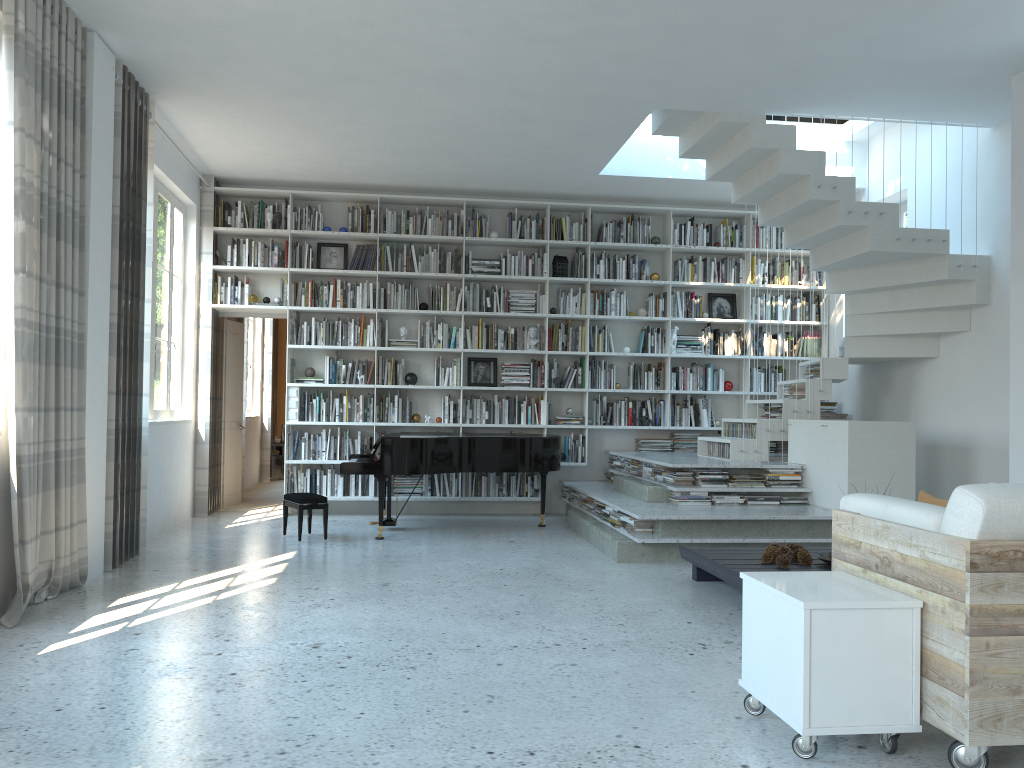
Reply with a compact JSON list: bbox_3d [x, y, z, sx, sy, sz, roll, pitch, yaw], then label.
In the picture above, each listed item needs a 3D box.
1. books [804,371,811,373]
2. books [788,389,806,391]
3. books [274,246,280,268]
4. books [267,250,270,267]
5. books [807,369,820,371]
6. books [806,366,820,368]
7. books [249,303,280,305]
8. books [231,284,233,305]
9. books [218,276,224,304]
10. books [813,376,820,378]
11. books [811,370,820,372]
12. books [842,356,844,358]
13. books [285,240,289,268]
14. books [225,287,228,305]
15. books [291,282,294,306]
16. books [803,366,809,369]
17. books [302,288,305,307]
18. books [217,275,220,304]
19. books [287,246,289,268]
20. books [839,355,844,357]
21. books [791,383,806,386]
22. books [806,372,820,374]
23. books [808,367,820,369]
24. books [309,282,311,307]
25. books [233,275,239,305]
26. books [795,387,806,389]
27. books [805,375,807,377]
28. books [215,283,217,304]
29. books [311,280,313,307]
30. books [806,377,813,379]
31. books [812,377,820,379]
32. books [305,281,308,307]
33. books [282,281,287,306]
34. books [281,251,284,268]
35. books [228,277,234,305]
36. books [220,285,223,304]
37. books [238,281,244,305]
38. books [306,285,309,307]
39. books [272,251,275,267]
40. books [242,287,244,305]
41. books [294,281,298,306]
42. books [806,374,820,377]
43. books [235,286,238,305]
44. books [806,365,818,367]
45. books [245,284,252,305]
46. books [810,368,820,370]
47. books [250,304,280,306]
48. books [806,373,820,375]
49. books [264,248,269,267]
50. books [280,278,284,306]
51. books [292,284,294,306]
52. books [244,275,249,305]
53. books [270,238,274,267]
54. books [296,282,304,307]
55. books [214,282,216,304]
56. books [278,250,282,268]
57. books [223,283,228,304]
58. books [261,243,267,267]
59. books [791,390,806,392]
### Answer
[{"bbox_3d":[2.832,-0.107,8.257,0.171,0.011,0.232,1,-2,4],"label":"books"},{"bbox_3d":[2.563,0.053,7.721,0.295,0.007,0.146,0,-2,23],"label":"books"},{"bbox_3d":[-2.294,-1.222,8.668,0.029,0.229,0.191,1,-1,-7],"label":"books"},{"bbox_3d":[-2.370,-1.207,8.689,0.029,0.197,0.144,1,-1,-7],"label":"books"},{"bbox_3d":[2.776,-0.121,7.965,0.176,0.007,0.254,1,-2,1],"label":"books"},{"bbox_3d":[2.771,-0.151,7.966,0.191,0.013,0.243,1,-2,4],"label":"books"},{"bbox_3d":[-2.406,-0.772,8.667,0.285,0.012,0.159,1,-2,-5],"label":"books"},{"bbox_3d":[-2.716,-0.855,8.643,0.023,0.214,0.140,1,-1,-7],"label":"books"},{"bbox_3d":[-2.825,-0.891,8.605,0.023,0.281,0.170,1,-1,-7],"label":"books"},{"bbox_3d":[2.796,-0.060,7.963,0.130,0.014,0.249,1,-2,6],"label":"books"},{"bbox_3d":[2.786,-0.110,7.965,0.154,0.014,0.196,1,-2,6],"label":"books"},{"bbox_3d":[3.209,-0.256,8.312,0.169,0.010,0.282,1,-2,8],"label":"books"},{"bbox_3d":[-2.206,-1.252,8.695,0.014,0.294,0.173,1,-1,-7],"label":"books"},{"bbox_3d":[-2.765,-0.841,8.637,0.029,0.185,0.134,1,-1,-7],"label":"books"},{"bbox_3d":[-2.155,-0.864,8.704,0.012,0.254,0.161,1,-1,-7],"label":"books"},{"bbox_3d":[2.830,-0.150,8.259,0.190,0.015,0.230,1,-2,7],"label":"books"},{"bbox_3d":[-2.038,-0.833,8.693,0.026,0.195,0.175,1,-1,-7],"label":"books"},{"bbox_3d":[-2.845,-0.902,8.625,0.013,0.303,0.135,1,-1,-7],"label":"books"},{"bbox_3d":[-2.183,-1.238,8.714,0.037,0.268,0.113,1,-1,-7],"label":"books"},{"bbox_3d":[3.204,-0.265,8.313,0.184,0.006,0.262,1,-2,-1],"label":"books"},{"bbox_3d":[2.569,0.009,7.731,0.234,0.025,0.157,0,-2,30],"label":"books"},{"bbox_3d":[2.775,-0.099,7.965,0.187,0.009,0.261,1,-2,3],"label":"books"},{"bbox_3d":[2.780,-0.140,7.966,0.174,0.009,0.240,1,-2,2],"label":"books"},{"bbox_3d":[-1.979,-0.860,8.711,0.014,0.252,0.187,1,-1,-7],"label":"books"},{"bbox_3d":[-2.682,-0.897,8.609,0.013,0.297,0.187,1,-1,-7],"label":"books"},{"bbox_3d":[2.571,0.034,7.737,0.184,0.016,0.179,0,-2,21],"label":"books"},{"bbox_3d":[2.833,-0.076,8.257,0.166,0.018,0.264,1,-2,12],"label":"books"},{"bbox_3d":[-2.856,-0.862,8.600,0.013,0.222,0.162,1,-1,-7],"label":"books"},{"bbox_3d":[-1.963,-0.874,8.717,0.020,0.281,0.164,1,-1,-7],"label":"books"},{"bbox_3d":[2.844,-0.051,8.255,0.149,0.014,0.228,1,-2,5],"label":"books"},{"bbox_3d":[2.795,-0.047,7.963,0.136,0.013,0.258,1,-2,5],"label":"books"},{"bbox_3d":[-2.022,-0.866,8.712,0.010,0.262,0.151,1,-1,-7],"label":"books"},{"bbox_3d":[-2.223,-0.873,8.704,0.044,0.269,0.134,1,-1,-7],"label":"books"},{"bbox_3d":[-2.240,-1.200,8.688,0.026,0.188,0.154,1,-1,-7],"label":"books"},{"bbox_3d":[-2.736,-0.889,8.624,0.022,0.281,0.156,1,-1,-7],"label":"books"},{"bbox_3d":[-2.801,-0.848,8.615,0.029,0.197,0.160,1,-1,-7],"label":"books"},{"bbox_3d":[-2.631,-0.866,8.611,0.021,0.237,0.188,1,-1,-7],"label":"books"},{"bbox_3d":[-2.001,-0.849,8.710,0.030,0.230,0.172,1,-1,-7],"label":"books"},{"bbox_3d":[-2.327,-1.198,8.685,0.031,0.182,0.151,1,-1,-7],"label":"books"},{"bbox_3d":[-2.611,-0.841,8.654,0.029,0.191,0.134,1,-1,-7],"label":"books"},{"bbox_3d":[-2.119,-0.869,8.691,0.012,0.263,0.180,1,-1,-7],"label":"books"},{"bbox_3d":[2.767,-0.074,7.965,0.182,0.013,0.287,1,-2,7],"label":"books"},{"bbox_3d":[-2.666,-0.844,8.624,0.024,0.193,0.181,1,-1,-7],"label":"books"},{"bbox_3d":[2.840,-0.165,8.257,0.165,0.014,0.236,1,-2,10],"label":"books"},{"bbox_3d":[-2.565,-0.851,8.626,0.029,0.211,0.187,1,-1,-7],"label":"books"},{"bbox_3d":[2.790,-0.130,7.965,0.144,0.011,0.257,1,-2,0],"label":"books"},{"bbox_3d":[-2.405,-0.761,8.664,0.285,0.012,0.159,1,-2,-10],"label":"books"},{"bbox_3d":[2.766,-0.088,7.965,0.191,0.014,0.244,1,-2,6],"label":"books"},{"bbox_3d":[-2.397,-1.215,8.677,0.028,0.212,0.138,1,-1,-7],"label":"books"},{"bbox_3d":[-2.248,-0.882,8.680,0.012,0.285,0.159,1,-1,-7],"label":"books"},{"bbox_3d":[-2.137,-0.853,8.697,0.022,0.232,0.151,1,-1,-7],"label":"books"},{"bbox_3d":[-2.587,-0.895,8.638,0.013,0.298,0.179,1,-1,-7],"label":"books"},{"bbox_3d":[-2.346,-1.260,8.668,0.012,0.303,0.189,1,-1,-7],"label":"books"},{"bbox_3d":[-2.084,-0.865,8.712,0.062,0.258,0.153,1,-1,-7],"label":"books"},{"bbox_3d":[-2.869,-0.865,8.598,0.013,0.228,0.179,1,-1,-7],"label":"books"},{"bbox_3d":[-2.269,-1.204,8.699,0.029,0.195,0.146,1,-1,-7],"label":"books"},{"bbox_3d":[-2.781,-0.860,8.609,0.010,0.220,0.181,1,-1,-7],"label":"books"},{"bbox_3d":[-2.423,-1.235,8.656,0.030,0.251,0.166,1,-1,-7],"label":"books"},{"bbox_3d":[2.570,0.063,7.735,0.231,0.011,0.171,0,-2,29],"label":"books"}]
